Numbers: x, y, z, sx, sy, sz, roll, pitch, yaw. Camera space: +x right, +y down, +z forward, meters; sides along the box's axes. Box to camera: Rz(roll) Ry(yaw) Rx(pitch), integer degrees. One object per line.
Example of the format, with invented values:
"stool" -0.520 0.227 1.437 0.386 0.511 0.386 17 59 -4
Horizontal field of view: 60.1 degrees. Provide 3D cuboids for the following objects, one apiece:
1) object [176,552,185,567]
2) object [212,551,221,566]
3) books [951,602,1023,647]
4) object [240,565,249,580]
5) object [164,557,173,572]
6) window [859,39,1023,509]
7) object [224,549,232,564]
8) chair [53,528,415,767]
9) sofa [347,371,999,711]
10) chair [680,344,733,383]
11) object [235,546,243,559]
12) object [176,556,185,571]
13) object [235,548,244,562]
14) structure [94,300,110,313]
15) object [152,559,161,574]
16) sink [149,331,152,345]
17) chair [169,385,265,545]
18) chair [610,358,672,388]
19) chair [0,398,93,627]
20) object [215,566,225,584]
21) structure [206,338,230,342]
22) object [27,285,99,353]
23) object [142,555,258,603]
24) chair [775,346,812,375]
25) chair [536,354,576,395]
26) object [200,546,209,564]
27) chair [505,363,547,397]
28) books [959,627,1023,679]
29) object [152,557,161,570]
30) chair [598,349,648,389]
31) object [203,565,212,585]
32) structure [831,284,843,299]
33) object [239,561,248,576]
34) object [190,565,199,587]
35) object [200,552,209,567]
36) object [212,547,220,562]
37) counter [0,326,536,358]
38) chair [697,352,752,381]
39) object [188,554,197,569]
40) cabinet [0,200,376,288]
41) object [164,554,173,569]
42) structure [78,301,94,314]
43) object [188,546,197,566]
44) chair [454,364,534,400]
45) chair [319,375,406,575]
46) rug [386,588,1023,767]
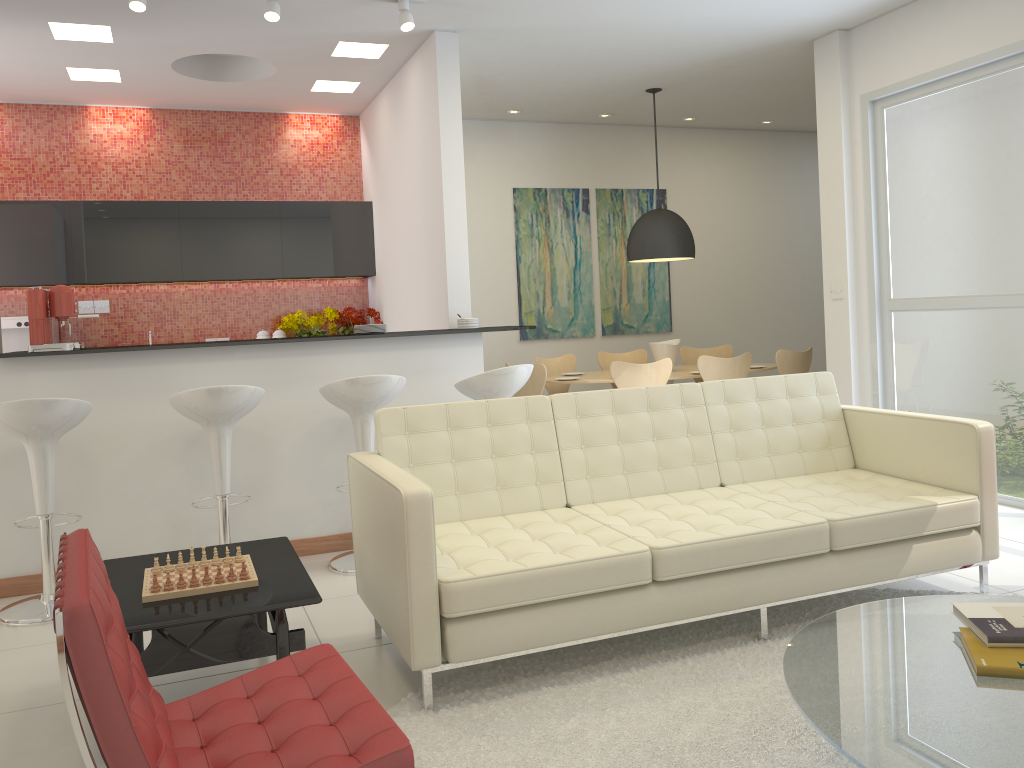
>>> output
"object" -1.191 0.629 3.180 0.030 0.055 0.030 -3 2 -13
"object" -1.065 0.625 3.185 0.030 0.049 0.030 -3 2 -13
"books" 1.327 0.608 2.239 0.323 0.026 0.256 -2 5 9
"object" -0.904 0.636 2.990 0.030 0.044 0.030 -3 2 -13
"object" -1.214 0.637 3.128 0.030 0.049 0.030 -3 2 -13
"window" 3.173 -0.577 4.654 0.121 2.709 3.437 -3 3 -21
"object" -1.027 0.623 3.200 0.030 0.049 0.030 -3 2 -13
"chair" -0.666 0.758 2.009 0.707 0.816 0.700 -4 3 -26
"sofa" 0.688 0.500 3.735 2.568 0.921 1.002 -4 3 -21
"chair" 1.893 0.093 8.437 0.521 0.906 0.517 -3 2 3
"object" -1.004 0.620 3.252 0.030 0.044 0.030 -3 2 -13
"object" -1.176 0.634 3.142 0.030 0.049 0.030 -3 2 -13
"object" -0.990 0.620 3.214 0.030 0.049 0.030 -3 2 -13
"structure" -3.422 -0.645 7.387 0.114 0.104 0.008 -4 1 -21
"object" -1.251 0.640 3.114 0.030 0.049 0.030 -3 2 -13
"sink" -2.961 -0.174 7.309 0.809 0.537 0.417 -4 3 -21
"chair" -1.451 0.505 4.439 0.457 1.020 0.465 -3 2 -10
"chair" 0.974 0.250 6.983 0.521 0.906 0.516 -3 2 -14
"chair" -2.191 0.562 4.154 0.457 1.020 0.465 -3 2 -10
"object" -0.978 0.636 2.962 0.030 0.055 0.030 -3 2 -13
"structure" -2.563 -0.350 7.714 0.198 0.099 0.016 -4 2 -21
"object" -2.308 -0.343 4.579 0.321 0.336 0.321 -4 3 -21
"object" -1.083 0.670 3.071 0.360 0.021 0.361 -4 5 -21
"chair" 2.278 0.145 7.548 0.522 0.906 0.515 -4 2 -38
"chair" 0.535 0.195 7.945 0.522 0.906 0.515 -4 3 -42
"object" -1.117 0.619 3.208 0.030 0.064 0.030 -3 2 -13
"chair" 0.266 0.268 7.177 0.517 0.906 0.521 -4 2 -37
"books" 1.265 0.648 2.109 0.323 0.026 0.256 -1 5 18
"object" -1.265 0.640 3.151 0.030 0.044 0.030 -3 2 -13
"chair" 1.119 0.142 8.269 0.522 0.906 0.516 -3 2 -17
"object" -1.016 0.635 2.947 0.030 0.064 0.030 -3 2 -13
"structure" 2.340 -0.666 6.379 0.013 0.104 0.114 -3 3 -21
"object" -0.918 0.631 3.028 0.030 0.049 0.030 -3 2 -13
"object" -1.053 0.635 2.933 0.030 0.069 0.030 -3 2 -13
"object" -1.102 0.628 3.171 0.030 0.049 0.030 -3 2 -13
"object" -1.079 0.621 3.223 0.030 0.055 0.030 -3 2 -13
"counter" -1.270 -0.260 5.164 2.968 0.019 0.736 -4 5 -21
"chair" 1.653 0.200 7.215 0.522 0.906 0.516 -3 2 -21
"object" -1.139 0.631 3.157 0.030 0.049 0.030 -3 2 -13
"cabinet" -2.789 -1.187 7.445 3.246 0.659 0.352 -4 2 -21
"object" -1.228 0.633 3.165 0.030 0.052 0.030 -4 2 -28
"structure" -3.532 -0.636 7.342 0.114 0.104 0.013 -4 2 -21
"object" -1.154 0.619 3.194 0.030 0.069 0.030 -3 2 -13
"chair" -0.087 0.399 4.967 0.458 1.020 0.464 -4 2 -35
"chair" -0.769 0.452 4.701 0.457 1.020 0.465 -3 2 -10
"rug" 1.044 1.035 2.612 3.331 0.004 2.446 -4 5 -20
